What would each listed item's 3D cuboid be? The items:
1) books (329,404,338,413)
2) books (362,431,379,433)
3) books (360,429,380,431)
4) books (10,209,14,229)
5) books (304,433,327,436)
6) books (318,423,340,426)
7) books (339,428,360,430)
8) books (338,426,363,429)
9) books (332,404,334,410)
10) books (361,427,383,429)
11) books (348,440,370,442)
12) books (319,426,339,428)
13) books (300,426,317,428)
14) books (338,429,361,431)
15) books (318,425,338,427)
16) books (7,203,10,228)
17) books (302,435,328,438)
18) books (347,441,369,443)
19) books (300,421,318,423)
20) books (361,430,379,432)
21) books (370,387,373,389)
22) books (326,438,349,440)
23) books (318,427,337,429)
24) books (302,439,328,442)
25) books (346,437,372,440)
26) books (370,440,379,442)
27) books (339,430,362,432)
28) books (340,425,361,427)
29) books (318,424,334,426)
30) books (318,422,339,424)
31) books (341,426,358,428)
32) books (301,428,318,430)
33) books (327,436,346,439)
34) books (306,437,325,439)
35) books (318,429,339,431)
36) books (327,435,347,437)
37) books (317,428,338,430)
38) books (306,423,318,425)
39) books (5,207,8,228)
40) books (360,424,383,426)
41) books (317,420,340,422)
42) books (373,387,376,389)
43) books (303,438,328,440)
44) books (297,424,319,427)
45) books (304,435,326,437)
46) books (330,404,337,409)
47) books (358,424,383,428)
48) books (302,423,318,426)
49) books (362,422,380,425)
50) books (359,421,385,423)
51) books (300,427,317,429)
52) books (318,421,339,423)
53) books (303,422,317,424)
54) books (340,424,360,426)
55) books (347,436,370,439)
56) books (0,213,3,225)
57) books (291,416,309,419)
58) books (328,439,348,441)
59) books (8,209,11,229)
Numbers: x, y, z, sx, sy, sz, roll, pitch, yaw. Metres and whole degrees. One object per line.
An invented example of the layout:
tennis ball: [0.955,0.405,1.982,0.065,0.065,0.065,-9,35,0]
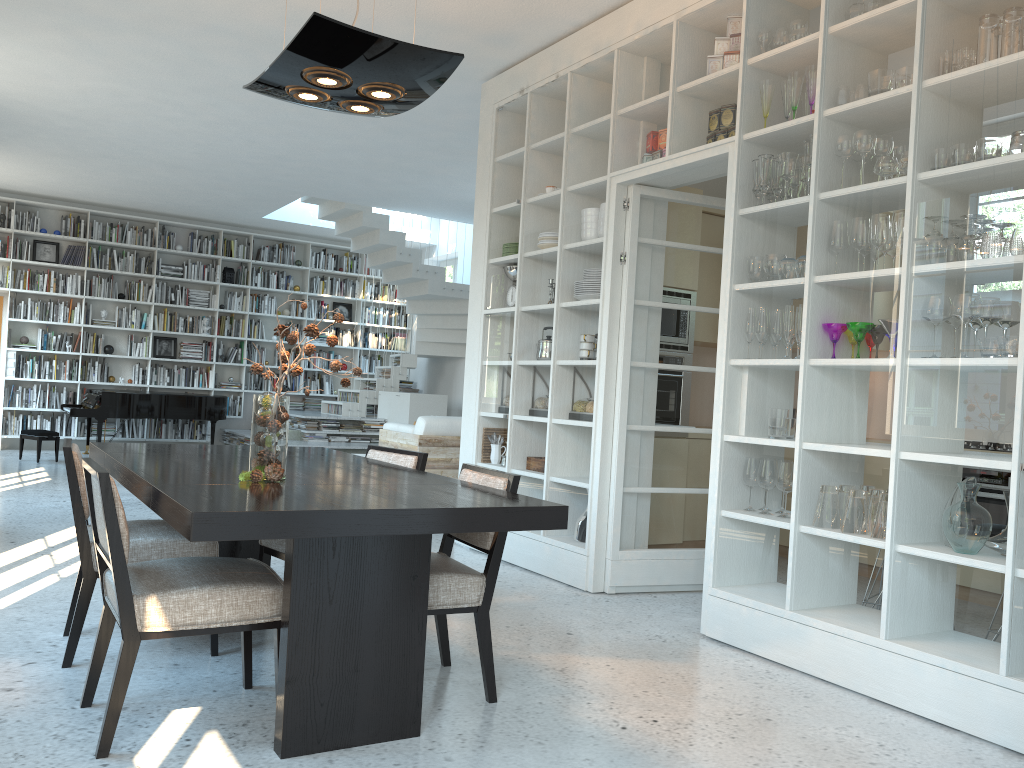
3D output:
books: [-2.495,0.347,12.420,0.125,0.125,0.010,4,0,-31]
books: [-1.833,0.618,11.522,0.220,0.011,0.177,4,-1,-33]
books: [-1.840,0.595,11.535,0.262,0.016,0.132,4,-1,-36]
books: [-6.271,-2.046,11.119,0.024,0.252,0.235,3,0,-31]
books: [-2.445,0.623,11.018,0.234,0.025,0.157,4,-1,-36]
books: [-2.316,0.510,11.212,0.230,0.015,0.190,4,-1,-26]
books: [-2.088,0.573,11.369,0.215,0.015,0.177,4,-1,-30]
books: [-2.079,0.558,11.357,0.273,0.014,0.187,4,-1,-36]
books: [-2.435,0.349,12.321,0.125,0.125,0.007,4,0,-31]
books: [-1.836,0.572,11.531,0.268,0.014,0.160,4,-1,-32]
books: [-1.960,0.727,11.307,0.250,0.018,0.177,4,-1,-28]
books: [-2.323,0.545,11.219,0.215,0.013,0.189,4,-1,-32]
books: [-2.568,0.542,11.200,0.152,0.015,0.208,4,-1,-34]
books: [-2.097,0.587,11.383,0.294,0.014,0.133,4,-1,-34]
books: [-2.327,0.532,11.228,0.210,0.012,0.168,4,-1,-30]
books: [-6.322,-2.092,11.123,0.014,0.337,0.167,3,0,-31]
books: [-2.447,0.652,11.019,0.292,0.012,0.159,4,-1,-28]
books: [-1.972,0.740,11.325,0.250,0.009,0.144,4,-1,-32]
books: [-2.562,0.477,11.202,0.149,0.014,0.228,4,-1,-33]
books: [-1.837,0.607,11.531,0.259,0.009,0.152,4,-1,-34]
books: [-1.876,0.062,12.463,0.175,0.016,0.207,4,-1,-36]
books: [-2.208,0.688,11.169,0.272,0.012,0.158,4,-1,-33]
books: [-2.336,0.557,11.239,0.207,0.012,0.131,4,-1,-35]
books: [-2.441,0.700,11.004,0.262,0.023,0.200,4,-1,-33]
books: [-1.957,0.695,11.305,0.287,0.018,0.190,4,-1,-32]
books: [-1.742,0.736,11.459,0.234,0.017,0.151,4,-1,-30]
books: [-2.087,0.597,11.366,0.287,0.005,0.165,4,-1,-26]
books: [-2.086,0.534,11.371,0.246,0.013,0.172,4,-1,-32]
books: [-2.328,0.522,11.231,0.260,0.009,0.153,4,-1,-28]
books: [-2.329,0.493,11.234,0.221,0.018,0.154,4,-1,-30]
books: [-2.090,0.546,11.376,0.179,0.010,0.160,4,-1,-29]
books: [-2.561,0.568,11.205,0.144,0.009,0.249,4,-1,-31]
books: [-2.213,0.673,11.179,0.211,0.018,0.134,4,-1,-28]
books: [-2.446,0.664,11.016,0.210,0.012,0.168,4,-1,-27]
books: [-2.327,0.583,11.223,0.216,0.015,0.177,4,-1,-33]
books: [-2.210,0.653,11.176,0.220,0.013,0.149,4,-1,-32]
books: [-2.334,0.569,11.235,0.227,0.013,0.148,4,-1,-33]
books: [-2.537,0.500,11.218,0.091,0.011,0.190,4,-1,-33]
books: [-6.342,-2.068,11.118,0.022,0.286,0.175,3,0,-31]
books: [-1.825,0.530,11.517,0.261,0.012,0.179,4,-1,-27]
books: [-2.334,0.467,11.245,0.261,0.016,0.128,4,-1,-32]
books: [-1.811,0.062,12.183,0.172,0.019,0.240,3,-1,-6]
books: [-2.450,0.678,11.021,0.285,0.008,0.159,4,-1,-33]
books: [-2.578,0.522,11.194,0.185,0.014,0.297,4,-1,-32]
books: [-2.453,0.640,11.030,0.257,0.010,0.132,4,-1,-27]
books: [-2.478,0.348,12.392,0.125,0.125,0.007,4,0,-31]
books: [-1.830,0.551,11.524,0.284,0.030,0.177,4,-1,-30]
books: [-2.557,0.510,11.206,0.137,0.012,0.242,4,-1,-30]
books: [-1.827,0.512,11.523,0.192,0.024,0.167,4,-1,-26]
books: [-1.820,0.493,11.514,0.285,0.013,0.181,4,-1,-36]
books: [-2.574,0.556,11.197,0.161,0.014,0.212,4,-1,-27]
books: [-2.324,0.480,11.227,0.228,0.009,0.159,4,-1,-35]
books: [-2.559,0.489,11.204,0.132,0.009,0.269,4,-1,-27]
books: [-2.082,0.522,11.365,0.203,0.011,0.173,4,-1,-36]
books: [-1.968,0.682,11.309,0.275,0.009,0.176,4,-1,-31]
books: [-6.389,-2.030,11.094,0.023,0.205,0.145,3,0,-31]
books: [-2.728,0.433,11.424,0.189,0.022,0.237,4,-1,-26]
books: [-2.203,0.704,11.160,0.232,0.019,0.169,4,-1,-36]
books: [-6.311,-2.052,11.138,0.025,0.259,0.138,3,0,-31]
